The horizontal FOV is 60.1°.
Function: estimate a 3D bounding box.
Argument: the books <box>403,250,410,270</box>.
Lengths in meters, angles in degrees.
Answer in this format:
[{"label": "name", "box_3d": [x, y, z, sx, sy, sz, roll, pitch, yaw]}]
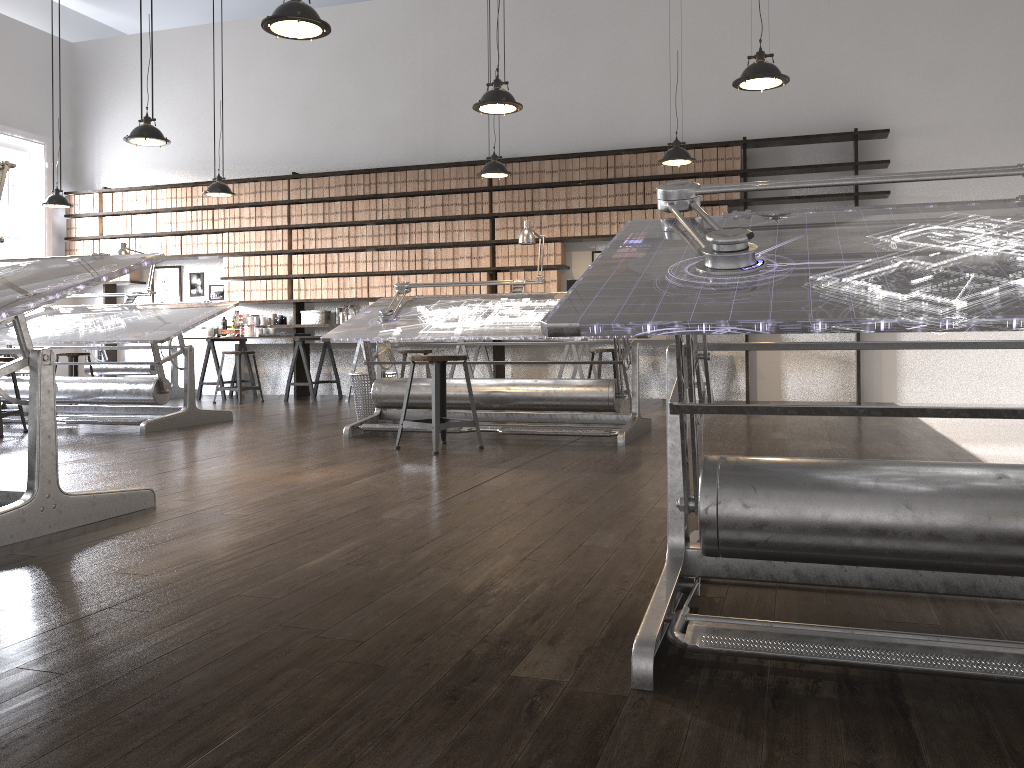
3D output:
[{"label": "books", "box_3d": [-1.089, -1.296, 9.367, 0.066, 0.225, 0.174, -1, 1, 18]}]

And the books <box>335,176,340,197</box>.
[{"label": "books", "box_3d": [-1.849, -2.130, 9.614, 0.066, 0.225, 0.174, -1, 1, 18]}]

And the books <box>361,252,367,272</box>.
[{"label": "books", "box_3d": [-1.556, -1.299, 9.517, 0.066, 0.225, 0.174, -1, 1, 18]}]

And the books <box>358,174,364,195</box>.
[{"label": "books", "box_3d": [-1.588, -2.129, 9.526, 0.066, 0.225, 0.174, -1, 1, 18]}]

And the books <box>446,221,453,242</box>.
[{"label": "books", "box_3d": [-0.623, -1.571, 9.217, 0.066, 0.225, 0.174, -1, 1, 18]}]

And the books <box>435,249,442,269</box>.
[{"label": "books", "box_3d": [-0.739, -1.294, 9.256, 0.066, 0.225, 0.174, -1, 1, 18]}]

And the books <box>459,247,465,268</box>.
[{"label": "books", "box_3d": [-0.485, -1.293, 9.170, 0.066, 0.225, 0.174, -1, 1, 18]}]

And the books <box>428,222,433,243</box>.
[{"label": "books", "box_3d": [-0.819, -1.572, 9.280, 0.066, 0.225, 0.174, -1, 1, 18]}]

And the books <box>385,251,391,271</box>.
[{"label": "books", "box_3d": [-1.287, -1.297, 9.430, 0.066, 0.225, 0.174, -1, 1, 18]}]

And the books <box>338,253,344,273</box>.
[{"label": "books", "box_3d": [-1.810, -1.301, 9.602, 0.066, 0.225, 0.174, -1, 1, 18]}]

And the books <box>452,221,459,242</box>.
[{"label": "books", "box_3d": [-0.556, -1.571, 9.197, 0.066, 0.225, 0.174, -1, 1, 18]}]

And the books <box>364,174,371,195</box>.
[{"label": "books", "box_3d": [-1.519, -2.128, 9.509, 0.066, 0.225, 0.174, -1, 1, 18]}]

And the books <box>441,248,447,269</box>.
[{"label": "books", "box_3d": [-0.672, -1.294, 9.234, 0.066, 0.225, 0.174, -1, 1, 18]}]

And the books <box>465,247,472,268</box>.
[{"label": "books", "box_3d": [-0.422, -1.292, 9.148, 0.067, 0.226, 0.174, -1, 1, 18]}]

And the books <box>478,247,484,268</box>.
[{"label": "books", "box_3d": [-0.287, -1.292, 9.111, 0.066, 0.225, 0.174, -1, 1, 18]}]

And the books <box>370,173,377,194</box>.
[{"label": "books", "box_3d": [-1.449, -2.128, 9.480, 0.067, 0.226, 0.174, -1, 1, 18]}]

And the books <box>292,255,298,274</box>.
[{"label": "books", "box_3d": [-2.348, -1.304, 9.773, 0.066, 0.225, 0.174, -1, 1, 18]}]

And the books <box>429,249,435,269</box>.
[{"label": "books", "box_3d": [-0.808, -1.295, 9.273, 0.066, 0.225, 0.174, -1, 1, 18]}]

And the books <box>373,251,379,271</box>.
[{"label": "books", "box_3d": [-1.419, -1.298, 9.475, 0.066, 0.225, 0.174, -1, 1, 18]}]

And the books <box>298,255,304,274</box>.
[{"label": "books", "box_3d": [-2.280, -1.303, 9.747, 0.066, 0.225, 0.174, -1, 1, 18]}]

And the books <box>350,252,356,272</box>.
[{"label": "books", "box_3d": [-1.680, -1.300, 9.554, 0.067, 0.226, 0.174, -1, 1, 18]}]

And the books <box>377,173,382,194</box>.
[{"label": "books", "box_3d": [-1.377, -2.128, 9.463, 0.066, 0.225, 0.174, -1, 1, 18]}]

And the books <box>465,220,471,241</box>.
[{"label": "books", "box_3d": [-0.423, -1.569, 9.147, 0.066, 0.225, 0.174, -1, 1, 18]}]

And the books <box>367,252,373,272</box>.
[{"label": "books", "box_3d": [-1.487, -1.299, 9.492, 0.067, 0.226, 0.174, -1, 1, 18]}]

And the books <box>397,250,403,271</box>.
[{"label": "books", "box_3d": [-1.150, -1.296, 9.382, 0.067, 0.226, 0.174, -1, 1, 18]}]

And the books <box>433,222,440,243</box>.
[{"label": "books", "box_3d": [-0.759, -1.572, 9.259, 0.066, 0.225, 0.174, -1, 1, 18]}]

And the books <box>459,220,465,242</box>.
[{"label": "books", "box_3d": [-0.491, -1.570, 9.172, 0.066, 0.225, 0.174, -1, 1, 18]}]

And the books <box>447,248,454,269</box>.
[{"label": "books", "box_3d": [-0.609, -1.293, 9.207, 0.067, 0.226, 0.174, -1, 1, 18]}]

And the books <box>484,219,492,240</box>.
[{"label": "books", "box_3d": [-0.231, -1.569, 9.090, 0.066, 0.225, 0.174, -1, 1, 18]}]

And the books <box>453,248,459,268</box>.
[{"label": "books", "box_3d": [-0.544, -1.293, 9.191, 0.066, 0.225, 0.174, -1, 1, 18]}]

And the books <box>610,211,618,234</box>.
[{"label": "books", "box_3d": [1.016, -1.567, 8.685, 0.066, 0.225, 0.174, -1, 1, 18]}]

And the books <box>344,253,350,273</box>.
[{"label": "books", "box_3d": [-1.742, -1.300, 9.580, 0.066, 0.225, 0.174, -1, 1, 18]}]

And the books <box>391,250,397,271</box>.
[{"label": "books", "box_3d": [-1.219, -1.297, 9.404, 0.066, 0.225, 0.174, -1, 1, 18]}]

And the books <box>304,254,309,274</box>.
[{"label": "books", "box_3d": [-2.211, -1.303, 9.725, 0.067, 0.226, 0.174, -1, 1, 18]}]

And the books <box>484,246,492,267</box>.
[{"label": "books", "box_3d": [-0.228, -1.291, 9.084, 0.067, 0.226, 0.174, -1, 1, 18]}]

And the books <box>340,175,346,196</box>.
[{"label": "books", "box_3d": [-1.787, -2.130, 9.589, 0.067, 0.226, 0.174, -1, 1, 18]}]

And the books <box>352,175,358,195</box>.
[{"label": "books", "box_3d": [-1.654, -2.129, 9.552, 0.066, 0.225, 0.174, -1, 1, 18]}]

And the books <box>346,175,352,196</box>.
[{"label": "books", "box_3d": [-1.721, -2.130, 9.574, 0.066, 0.225, 0.174, -1, 1, 18]}]

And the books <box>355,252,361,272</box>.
[{"label": "books", "box_3d": [-1.615, -1.299, 9.537, 0.066, 0.225, 0.174, -1, 1, 18]}]

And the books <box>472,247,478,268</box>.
[{"label": "books", "box_3d": [-0.354, -1.292, 9.130, 0.066, 0.225, 0.174, -1, 1, 18]}]

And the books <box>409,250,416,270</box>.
[{"label": "books", "box_3d": [-1.016, -1.296, 9.346, 0.066, 0.225, 0.174, -1, 1, 18]}]

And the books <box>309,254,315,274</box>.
[{"label": "books", "box_3d": [-2.150, -1.303, 9.710, 0.066, 0.225, 0.174, -1, 1, 18]}]

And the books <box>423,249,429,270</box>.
[{"label": "books", "box_3d": [-0.874, -1.295, 9.300, 0.066, 0.225, 0.174, -1, 1, 18]}]

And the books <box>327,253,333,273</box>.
[{"label": "books", "box_3d": [-1.945, -1.301, 9.646, 0.066, 0.225, 0.174, -1, 1, 18]}]

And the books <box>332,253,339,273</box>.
[{"label": "books", "box_3d": [-1.878, -1.301, 9.620, 0.066, 0.225, 0.174, -1, 1, 18]}]

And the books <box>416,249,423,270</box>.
[{"label": "books", "box_3d": [-0.947, -1.295, 9.318, 0.067, 0.226, 0.174, -1, 1, 18]}]

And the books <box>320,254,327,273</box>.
[{"label": "books", "box_3d": [-2.018, -1.302, 9.664, 0.067, 0.226, 0.174, -1, 1, 18]}]

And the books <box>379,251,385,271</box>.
[{"label": "books", "box_3d": [-1.352, -1.298, 9.455, 0.066, 0.225, 0.174, -1, 1, 18]}]

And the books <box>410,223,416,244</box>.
[{"label": "books", "box_3d": [-1.013, -1.573, 9.344, 0.066, 0.225, 0.174, -1, 1, 18]}]

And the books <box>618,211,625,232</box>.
[{"label": "books", "box_3d": [1.083, -1.567, 8.667, 0.066, 0.225, 0.174, -1, 1, 18]}]

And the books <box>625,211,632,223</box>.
[{"label": "books", "box_3d": [1.149, -1.567, 8.644, 0.066, 0.225, 0.174, -1, 1, 18]}]

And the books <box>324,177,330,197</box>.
[{"label": "books", "box_3d": [-1.979, -2.131, 9.652, 0.067, 0.226, 0.174, -1, 1, 18]}]

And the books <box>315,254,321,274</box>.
[{"label": "books", "box_3d": [-2.086, -1.302, 9.692, 0.066, 0.225, 0.174, -1, 1, 18]}]

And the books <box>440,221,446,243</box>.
[{"label": "books", "box_3d": [-0.691, -1.571, 9.235, 0.067, 0.226, 0.174, -1, 1, 18]}]

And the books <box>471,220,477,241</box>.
[{"label": "books", "box_3d": [-0.360, -1.569, 9.126, 0.067, 0.226, 0.174, -1, 1, 18]}]

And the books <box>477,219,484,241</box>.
[{"label": "books", "box_3d": [-0.298, -1.569, 9.111, 0.066, 0.225, 0.174, -1, 1, 18]}]
